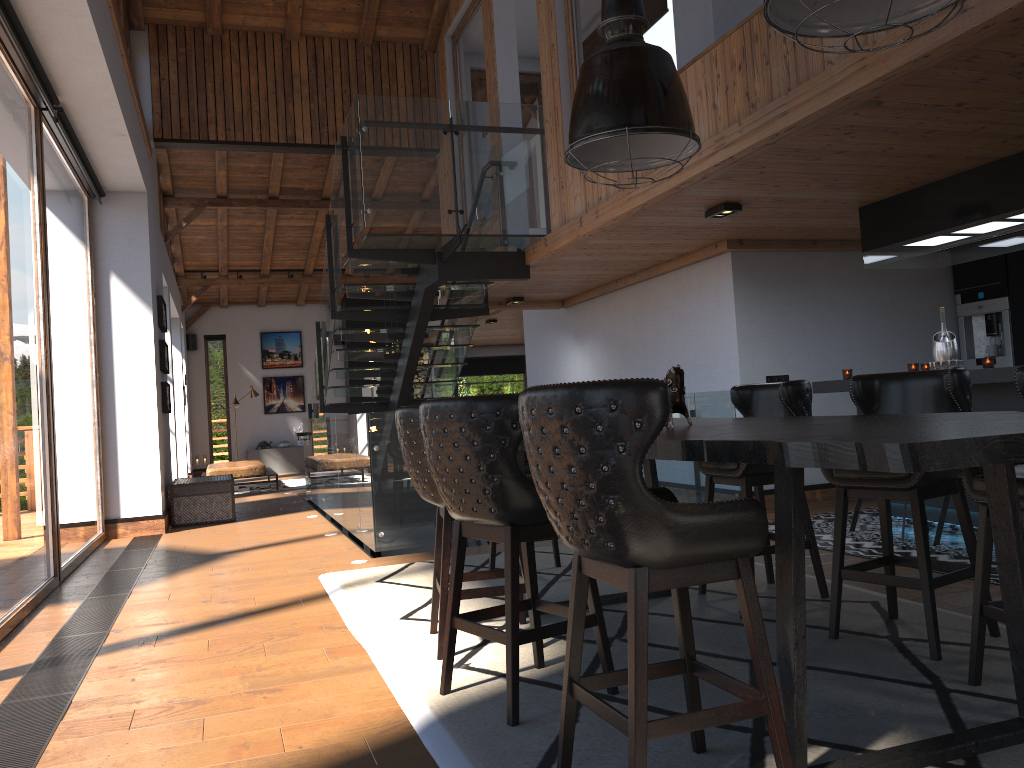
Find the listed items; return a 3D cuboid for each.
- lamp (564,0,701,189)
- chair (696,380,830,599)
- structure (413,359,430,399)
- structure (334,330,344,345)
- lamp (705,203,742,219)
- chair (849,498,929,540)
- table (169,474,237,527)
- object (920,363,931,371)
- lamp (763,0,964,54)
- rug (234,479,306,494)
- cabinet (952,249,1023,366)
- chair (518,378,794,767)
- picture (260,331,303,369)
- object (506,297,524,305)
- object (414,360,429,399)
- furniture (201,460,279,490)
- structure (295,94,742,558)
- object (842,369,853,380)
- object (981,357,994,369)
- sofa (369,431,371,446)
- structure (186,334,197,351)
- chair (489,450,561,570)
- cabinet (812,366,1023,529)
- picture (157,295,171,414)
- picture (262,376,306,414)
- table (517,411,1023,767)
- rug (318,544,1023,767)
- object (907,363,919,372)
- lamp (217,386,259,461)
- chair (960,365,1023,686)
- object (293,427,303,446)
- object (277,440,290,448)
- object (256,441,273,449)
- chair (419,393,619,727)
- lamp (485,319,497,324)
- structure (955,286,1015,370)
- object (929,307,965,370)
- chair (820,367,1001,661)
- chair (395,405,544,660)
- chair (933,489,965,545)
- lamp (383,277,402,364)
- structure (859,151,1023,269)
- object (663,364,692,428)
[{"bbox_3d":[0.408,-3.249,4.133,0.615,4.687,0.627,-5,-3,26],"label":"lamp"},{"bbox_3d":[1.270,0.540,4.515,0.573,1.092,0.500,-3,-2,-20],"label":"chair"},{"bbox_3d":[-2.083,0.453,20.383,0.506,2.618,0.508,-3,-2,-19],"label":"structure"},{"bbox_3d":[-3.917,-1.053,20.024,0.215,0.349,0.212,-3,-2,-19],"label":"structure"},{"bbox_3d":[1.503,-1.239,6.311,0.156,0.068,0.259,-3,-2,-19],"label":"lamp"},{"bbox_3d":[2.701,0.624,6.229,0.473,0.840,0.534,-3,-2,-19],"label":"chair"},{"bbox_3d":[-3.590,1.338,10.333,0.689,0.470,1.244,-3,-2,-19],"label":"table"},{"bbox_3d":[3.120,-0.115,6.675,0.078,0.081,0.080,-5,-2,36],"label":"object"},{"bbox_3d":[0.900,-3.323,2.634,0.615,4.687,0.627,-5,-3,26],"label":"lamp"},{"bbox_3d":[-3.378,1.676,15.370,3.837,0.053,2.412,-3,-2,-18],"label":"rug"},{"bbox_3d":[5.538,-0.348,5.588,0.547,2.381,6.378,-3,-2,-18],"label":"cabinet"},{"bbox_3d":[0.332,0.536,2.257,0.573,1.092,0.500,-3,-2,-20],"label":"chair"},{"bbox_3d":[-5.110,-0.753,19.672,0.886,0.816,0.035,-3,-2,-19],"label":"picture"},{"bbox_3d":[0.038,-1.017,10.776,0.156,0.068,0.259,-3,-2,-19],"label":"object"},{"bbox_3d":[-2.092,0.460,20.390,0.497,2.613,0.462,-3,-2,-19],"label":"object"},{"bbox_3d":[-4.682,1.561,15.132,1.184,0.437,2.737,-3,-2,-18],"label":"furniture"},{"bbox_3d":[-2.673,1.056,7.932,9.282,6.401,10.936,-3,-2,-19],"label":"structure"},{"bbox_3d":[2.655,-0.076,7.013,0.079,0.081,0.080,-4,-2,16],"label":"object"},{"bbox_3d":[3.297,-0.142,6.136,0.078,0.081,0.080,-5,-2,36],"label":"object"},{"bbox_3d":[-1.666,1.175,15.473,2.586,0.838,1.229,-3,-2,-20],"label":"sofa"},{"bbox_3d":[-6.861,-0.893,18.987,0.215,0.349,0.212,-3,-2,-19],"label":"structure"},{"bbox_3d":[0.090,0.641,5.408,0.508,1.092,0.563,-3,-2,-20],"label":"chair"},{"bbox_3d":[3.609,0.400,5.002,0.895,1.104,4.762,-3,-2,-18],"label":"cabinet"},{"bbox_3d":[-4.025,-0.321,10.260,0.059,1.313,0.768,-3,-2,-18],"label":"picture"},{"bbox_3d":[-5.047,0.240,19.631,0.886,0.816,0.035,-3,-2,-19],"label":"picture"},{"bbox_3d":[0.737,0.638,3.535,1.440,0.950,3.766,-3,-2,-19],"label":"table"},{"bbox_3d":[0.724,1.104,3.841,2.571,0.047,5.586,-3,-2,-19],"label":"rug"},{"bbox_3d":[2.896,-0.109,6.393,0.078,0.081,0.080,-5,-2,36],"label":"object"},{"bbox_3d":[-5.604,0.979,18.184,0.527,1.900,1.323,-4,-2,3],"label":"lamp"},{"bbox_3d":[1.807,0.467,2.831,0.571,1.092,0.502,-3,-2,-10],"label":"chair"},{"bbox_3d":[-4.616,1.105,19.370,0.422,0.532,0.262,-5,-3,40],"label":"object"},{"bbox_3d":[-4.977,1.308,19.325,0.283,0.161,0.257,-3,-2,-17],"label":"object"},{"bbox_3d":[-5.348,1.315,19.175,0.401,0.183,0.228,-4,-2,25],"label":"object"},{"bbox_3d":[-0.013,0.583,3.147,0.575,1.092,0.498,-2,-3,-35],"label":"chair"},{"bbox_3d":[-0.377,-1.140,16.188,0.156,0.068,0.259,-3,-2,-19],"label":"lamp"},{"bbox_3d":[4.451,-0.405,8.266,0.257,0.946,0.592,-3,-2,-18],"label":"structure"},{"bbox_3d":[3.012,-0.308,6.176,0.228,0.453,0.223,-3,-2,-19],"label":"object"},{"bbox_3d":[1.615,0.492,3.625,0.575,1.092,0.498,-2,-3,-35],"label":"chair"},{"bbox_3d":[-0.204,0.628,3.940,0.571,1.092,0.502,-3,-2,-10],"label":"chair"},{"bbox_3d":[2.975,0.586,5.532,0.473,0.840,0.534,-3,-2,-22],"label":"chair"},{"bbox_3d":[-2.463,-1.524,17.622,0.264,2.203,0.794,-2,-3,-28],"label":"lamp"},{"bbox_3d":[3.459,-1.193,5.247,0.716,0.476,3.224,-3,-2,-18],"label":"structure"},{"bbox_3d":[0.612,0.049,3.478,0.114,0.254,0.223,-5,-3,34],"label":"object"}]
